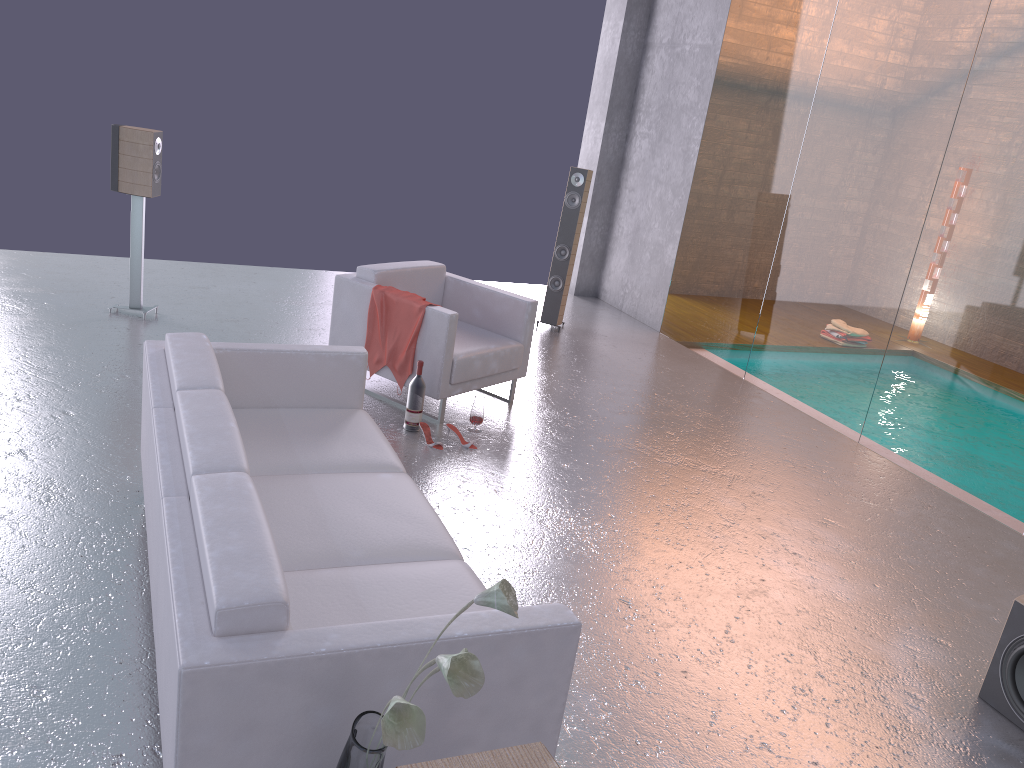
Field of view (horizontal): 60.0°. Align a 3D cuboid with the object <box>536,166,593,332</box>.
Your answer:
[{"bbox_3d":[0.520,-1.242,8.158,0.244,1.473,0.444,15,19,18],"label":"object"}]

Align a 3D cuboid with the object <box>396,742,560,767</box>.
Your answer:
[{"bbox_3d":[-0.098,1.074,1.002,0.243,1.363,0.333,3,19,-19],"label":"object"}]

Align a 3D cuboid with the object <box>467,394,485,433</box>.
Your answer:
[{"bbox_3d":[-0.214,0.182,5.485,0.091,0.233,0.091,10,18,2],"label":"object"}]

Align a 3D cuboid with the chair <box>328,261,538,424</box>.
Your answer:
[{"bbox_3d":[-0.526,-0.336,5.978,1.026,0.808,0.936,21,21,32],"label":"chair"}]

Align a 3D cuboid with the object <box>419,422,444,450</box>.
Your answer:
[{"bbox_3d":[-0.478,0.306,5.210,0.235,0.087,0.079,25,24,39],"label":"object"}]

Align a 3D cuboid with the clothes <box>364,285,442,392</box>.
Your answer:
[{"bbox_3d":[-0.692,-0.288,5.633,0.574,0.604,0.254,21,21,32],"label":"clothes"}]

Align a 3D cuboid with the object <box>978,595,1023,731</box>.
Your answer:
[{"bbox_3d":[2.271,1.136,3.460,0.604,0.459,0.514,1,20,-25],"label":"object"}]

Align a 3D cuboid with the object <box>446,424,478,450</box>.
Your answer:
[{"bbox_3d":[-0.297,0.311,5.284,0.235,0.087,0.079,20,21,29],"label":"object"}]

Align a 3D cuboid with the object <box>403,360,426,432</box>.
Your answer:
[{"bbox_3d":[-0.574,0.068,5.319,0.109,0.435,0.109,10,18,1],"label":"object"}]

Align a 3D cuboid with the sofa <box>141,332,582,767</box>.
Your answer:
[{"bbox_3d":[-0.759,0.521,3.233,1.026,0.824,2.353,1,20,-25],"label":"sofa"}]

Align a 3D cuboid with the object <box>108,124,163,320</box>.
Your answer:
[{"bbox_3d":[-2.763,-1.178,6.502,0.333,1.363,0.243,11,18,5],"label":"object"}]

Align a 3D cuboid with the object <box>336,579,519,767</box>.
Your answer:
[{"bbox_3d":[-0.277,0.917,1.895,0.387,1.051,0.400,13,18,11],"label":"object"}]
